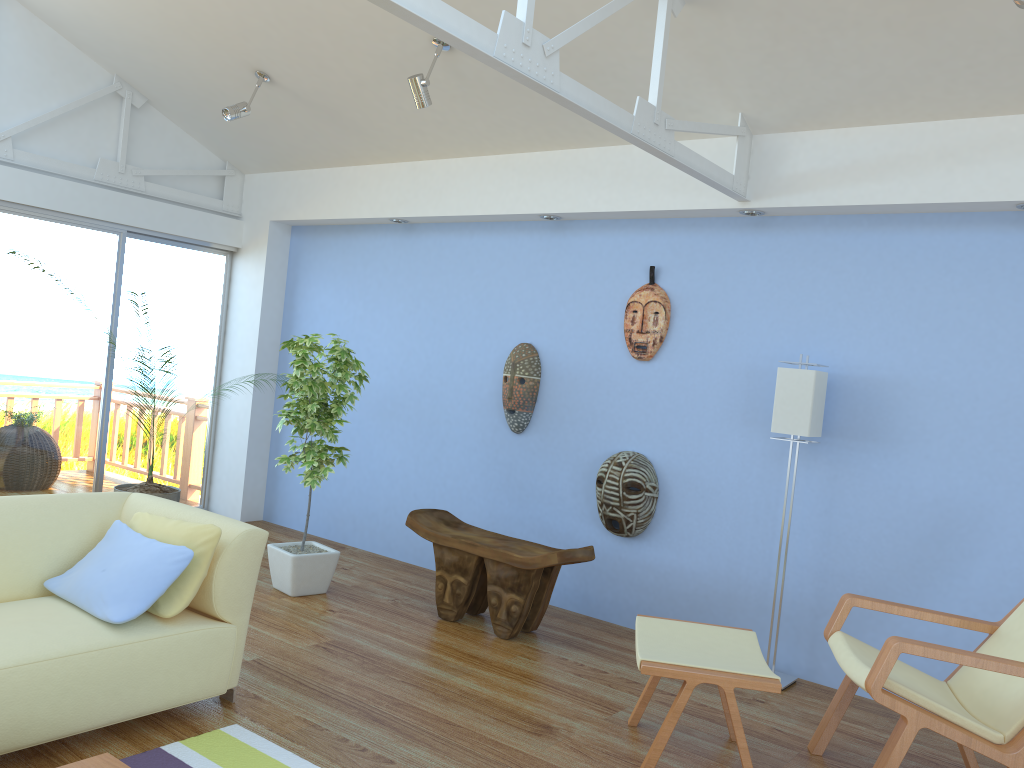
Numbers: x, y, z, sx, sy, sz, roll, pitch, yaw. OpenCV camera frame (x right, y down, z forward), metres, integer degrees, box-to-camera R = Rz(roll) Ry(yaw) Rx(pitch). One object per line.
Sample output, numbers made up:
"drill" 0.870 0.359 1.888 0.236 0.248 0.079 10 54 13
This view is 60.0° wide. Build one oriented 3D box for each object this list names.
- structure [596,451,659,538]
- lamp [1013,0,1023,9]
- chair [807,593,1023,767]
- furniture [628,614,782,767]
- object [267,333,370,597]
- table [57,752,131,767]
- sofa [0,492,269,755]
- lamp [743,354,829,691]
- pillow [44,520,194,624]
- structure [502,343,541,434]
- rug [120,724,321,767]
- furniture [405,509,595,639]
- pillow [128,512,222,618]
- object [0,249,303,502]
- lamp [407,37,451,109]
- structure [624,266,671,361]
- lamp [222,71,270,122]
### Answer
"structure" 0.574 0.591 4.714 0.359 0.466 0.185 7 1 37
"lamp" 1.635 -1.310 2.771 0.257 0.296 0.119 5 1 -36
"chair" 1.563 0.943 3.010 0.859 0.982 0.632 6 1 7
"furniture" 0.646 1.124 3.119 0.449 0.427 0.619 6 1 7
"object" -1.057 0.424 4.778 0.495 1.409 0.699 6 1 -10
"table" -0.989 1.081 1.766 0.800 0.198 0.800 7 1 37
"sofa" -1.974 0.718 2.547 0.950 0.597 2.448 7 1 37
"lamp" 1.273 0.621 4.107 0.200 1.520 0.200 7 1 37
"pillow" -1.387 0.651 3.096 0.566 0.244 0.272 7 1 39
"structure" 0.025 0.024 5.199 0.254 0.541 0.115 7 1 37
"rug" -1.013 1.187 1.776 1.400 0.018 2.100 7 1 37
"furniture" -0.103 0.981 4.535 1.100 0.507 0.329 7 1 37
"pillow" -1.300 0.622 3.189 0.559 0.311 0.201 7 1 37
"object" -2.049 0.167 5.363 1.563 1.695 1.706 6 1 28
"lamp" -0.416 -1.523 4.346 0.195 0.351 0.127 5 1 -36
"structure" 0.715 -0.378 4.742 0.264 0.508 0.063 7 1 37
"lamp" -1.551 -1.667 5.161 0.254 0.327 0.118 5 1 -36
